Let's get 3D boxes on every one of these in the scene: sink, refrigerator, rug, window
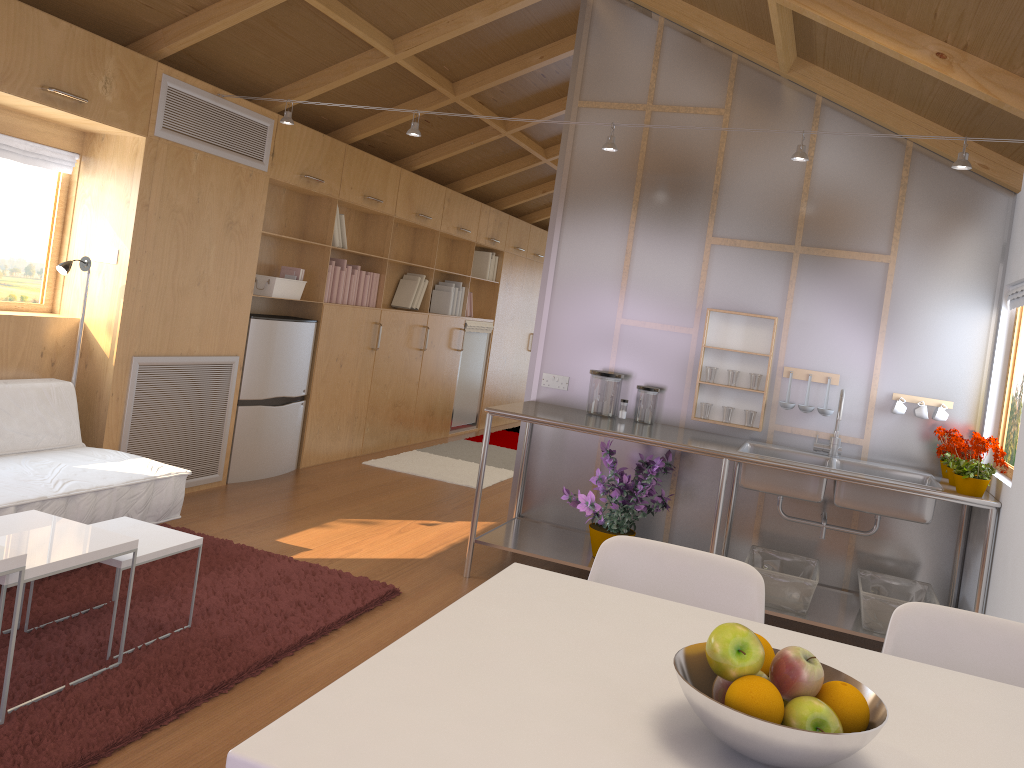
[{"bbox_3d":[1.407,0.345,3.838,0.813,0.640,0.562,9,3,20],"label":"sink"},{"bbox_3d":[-1.541,0.069,5.514,0.262,0.986,0.712,8,2,19],"label":"refrigerator"},{"bbox_3d":[-0.016,0.584,7.900,0.920,0.011,3.717,10,5,19],"label":"rug"},{"bbox_3d":[-1.769,0.759,2.851,1.892,0.020,2.478,10,5,19],"label":"rug"},{"bbox_3d":[2.049,-0.018,3.519,0.026,0.794,0.723,8,2,19],"label":"window"},{"bbox_3d":[-2.471,-0.718,3.635,0.035,0.789,1.494,8,4,19],"label":"window"}]

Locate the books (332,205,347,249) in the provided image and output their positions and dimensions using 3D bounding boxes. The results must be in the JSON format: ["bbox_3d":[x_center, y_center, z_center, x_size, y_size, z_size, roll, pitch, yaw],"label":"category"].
[{"bbox_3d":[-1.232,-1.078,5.997,0.176,0.296,0.279,9,2,19],"label":"books"}]

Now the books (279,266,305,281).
[{"bbox_3d":[-1.417,-0.648,5.622,0.150,0.192,0.088,9,1,20],"label":"books"}]

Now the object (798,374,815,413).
[{"bbox_3d":[1.381,0.045,4.122,0.074,0.183,0.075,7,1,-39],"label":"object"}]

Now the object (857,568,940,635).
[{"bbox_3d":[1.579,0.918,3.650,0.300,0.158,0.414,9,4,19],"label":"object"}]

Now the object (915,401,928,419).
[{"bbox_3d":[1.843,0.116,3.971,0.059,0.081,0.062,9,2,27],"label":"object"}]

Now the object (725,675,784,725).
[{"bbox_3d":[0.284,0.378,1.036,0.067,0.067,0.068,8,3,-5],"label":"object"}]

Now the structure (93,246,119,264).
[{"bbox_3d":[-1.948,-0.619,4.237,0.142,0.071,0.011,10,1,20],"label":"structure"}]

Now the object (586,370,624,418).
[{"bbox_3d":[0.456,0.049,4.378,0.173,0.215,0.171,9,2,33],"label":"object"}]

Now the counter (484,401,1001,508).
[{"bbox_3d":[0.962,0.276,3.973,2.117,0.021,0.649,10,5,20],"label":"counter"}]

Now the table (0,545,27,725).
[{"bbox_3d":[-1.574,0.616,2.083,0.487,0.438,0.524,9,3,20],"label":"table"}]

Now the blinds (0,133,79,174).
[{"bbox_3d":[-2.376,-1.046,3.615,0.048,0.111,1.495,8,5,19],"label":"blinds"}]

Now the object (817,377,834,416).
[{"bbox_3d":[1.461,0.059,4.093,0.074,0.183,0.075,7,1,-39],"label":"object"}]

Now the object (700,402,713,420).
[{"bbox_3d":[0.938,0.132,4.278,0.061,0.077,0.061,9,2,32],"label":"object"}]

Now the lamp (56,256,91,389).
[{"bbox_3d":[-2.051,0.000,4.104,0.182,1.196,0.255,8,1,-5],"label":"lamp"}]

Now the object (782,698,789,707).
[{"bbox_3d":[0.363,0.391,1.131,0.070,0.078,0.069,7,3,-33],"label":"object"}]

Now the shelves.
[{"bbox_3d":[0.907,0.666,3.976,2.100,0.752,0.631,10,3,20],"label":"shelves"}]

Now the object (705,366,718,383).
[{"bbox_3d":[0.963,-0.044,4.277,0.061,0.077,0.061,9,2,32],"label":"object"}]

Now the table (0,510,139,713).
[{"bbox_3d":[-1.423,0.629,2.517,0.426,0.383,0.458,9,3,20],"label":"table"}]

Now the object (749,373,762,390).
[{"bbox_3d":[1.156,-0.010,4.207,0.061,0.077,0.061,8,2,-6],"label":"object"}]

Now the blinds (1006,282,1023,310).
[{"bbox_3d":[2.059,-0.365,3.531,0.048,0.111,0.724,8,5,19],"label":"blinds"}]

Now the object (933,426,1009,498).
[{"bbox_3d":[1.862,0.311,3.632,0.234,0.234,0.687,9,4,20],"label":"object"}]

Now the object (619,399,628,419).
[{"bbox_3d":[0.537,0.121,4.264,0.037,0.092,0.037,9,1,35],"label":"object"}]

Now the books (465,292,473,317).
[{"bbox_3d":[-0.466,-0.785,8.281,0.176,0.296,0.279,9,2,19],"label":"books"}]

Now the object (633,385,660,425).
[{"bbox_3d":[0.655,0.103,4.325,0.114,0.177,0.112,10,2,40],"label":"object"}]

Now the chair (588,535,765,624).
[{"bbox_3d":[0.254,0.747,1.734,0.533,0.785,0.546,9,2,20],"label":"chair"}]

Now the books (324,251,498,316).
[{"bbox_3d":[-0.762,-0.932,7.364,0.189,0.657,3.105,8,4,19],"label":"books"}]

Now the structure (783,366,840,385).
[{"bbox_3d":[1.407,-0.038,4.158,0.251,0.051,0.016,10,1,20],"label":"structure"}]

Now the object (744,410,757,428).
[{"bbox_3d":[1.131,0.165,4.208,0.061,0.077,0.061,8,2,-6],"label":"object"}]

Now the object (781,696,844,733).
[{"bbox_3d":[0.348,0.401,1.029,0.071,0.069,0.077,9,3,20],"label":"object"}]

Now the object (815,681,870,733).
[{"bbox_3d":[0.399,0.398,1.076,0.067,0.066,0.068,7,3,-26],"label":"object"}]

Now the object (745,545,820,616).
[{"bbox_3d":[1.156,0.844,3.805,0.300,0.158,0.414,9,4,19],"label":"object"}]

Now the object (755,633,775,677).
[{"bbox_3d":[0.314,0.363,1.170,0.067,0.067,0.068,8,3,-5],"label":"object"}]

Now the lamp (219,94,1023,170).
[{"bbox_3d":[0.250,-1.142,3.968,3.843,0.153,0.072,10,2,20],"label":"lamp"}]

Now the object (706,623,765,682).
[{"bbox_3d":[0.273,0.329,1.083,0.071,0.069,0.077,9,3,20],"label":"object"}]

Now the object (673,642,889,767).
[{"bbox_3d":[0.321,0.412,1.089,0.254,0.090,0.256,6,5,-28],"label":"object"}]

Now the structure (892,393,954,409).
[{"bbox_3d":[1.850,0.077,3.981,0.251,0.032,0.041,10,4,20],"label":"structure"}]

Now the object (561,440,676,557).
[{"bbox_3d":[0.470,0.527,4.018,0.526,0.552,0.351,9,2,11],"label":"object"}]

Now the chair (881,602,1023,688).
[{"bbox_3d":[0.807,0.843,1.532,0.533,0.785,0.546,9,2,20],"label":"chair"}]

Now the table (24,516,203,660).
[{"bbox_3d":[-1.292,0.653,2.894,0.343,0.308,0.369,9,3,20],"label":"table"}]

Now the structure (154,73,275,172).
[{"bbox_3d":[-1.540,-1.351,4.650,0.013,0.300,0.902,8,4,19],"label":"structure"}]

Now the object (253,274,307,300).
[{"bbox_3d":[-1.462,-0.602,5.504,0.204,0.122,0.349,9,4,19],"label":"object"}]

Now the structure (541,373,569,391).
[{"bbox_3d":[0.224,-0.012,4.585,0.142,0.071,0.011,10,1,20],"label":"structure"}]

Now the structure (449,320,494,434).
[{"bbox_3d":[-0.505,-0.095,8.499,0.317,1.078,0.724,8,2,19],"label":"structure"}]

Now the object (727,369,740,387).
[{"bbox_3d":[1.059,-0.027,4.242,0.061,0.077,0.061,8,2,-6],"label":"object"}]

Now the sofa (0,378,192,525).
[{"bbox_3d":[-2.185,0.380,2.901,0.866,0.627,2.352,9,5,19],"label":"sofa"}]

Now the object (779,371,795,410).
[{"bbox_3d":[1.301,0.031,4.151,0.074,0.183,0.075,7,1,-39],"label":"object"}]

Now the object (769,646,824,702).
[{"bbox_3d":[0.346,0.355,1.080,0.061,0.067,0.064,7,3,-32],"label":"object"}]

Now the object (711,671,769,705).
[{"bbox_3d":[0.291,0.392,1.106,0.080,0.089,0.078,7,2,-21],"label":"object"}]

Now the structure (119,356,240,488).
[{"bbox_3d":[-1.755,0.210,4.683,0.013,0.720,0.818,8,3,19],"label":"structure"}]

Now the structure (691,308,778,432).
[{"bbox_3d":[1.068,-0.072,4.249,0.329,0.544,0.076,9,1,20],"label":"structure"}]

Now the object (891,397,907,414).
[{"bbox_3d":[1.757,0.099,4.007,0.060,0.080,0.062,9,2,20],"label":"object"}]

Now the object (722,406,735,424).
[{"bbox_3d":[1.034,0.148,4.243,0.061,0.077,0.061,8,2,-6],"label":"object"}]

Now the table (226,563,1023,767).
[{"bbox_3d":[0.362,0.834,1.142,1.213,0.742,0.898,9,3,20],"label":"table"}]

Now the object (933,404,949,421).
[{"bbox_3d":[1.918,0.127,3.949,0.060,0.080,0.062,9,2,20],"label":"object"}]
